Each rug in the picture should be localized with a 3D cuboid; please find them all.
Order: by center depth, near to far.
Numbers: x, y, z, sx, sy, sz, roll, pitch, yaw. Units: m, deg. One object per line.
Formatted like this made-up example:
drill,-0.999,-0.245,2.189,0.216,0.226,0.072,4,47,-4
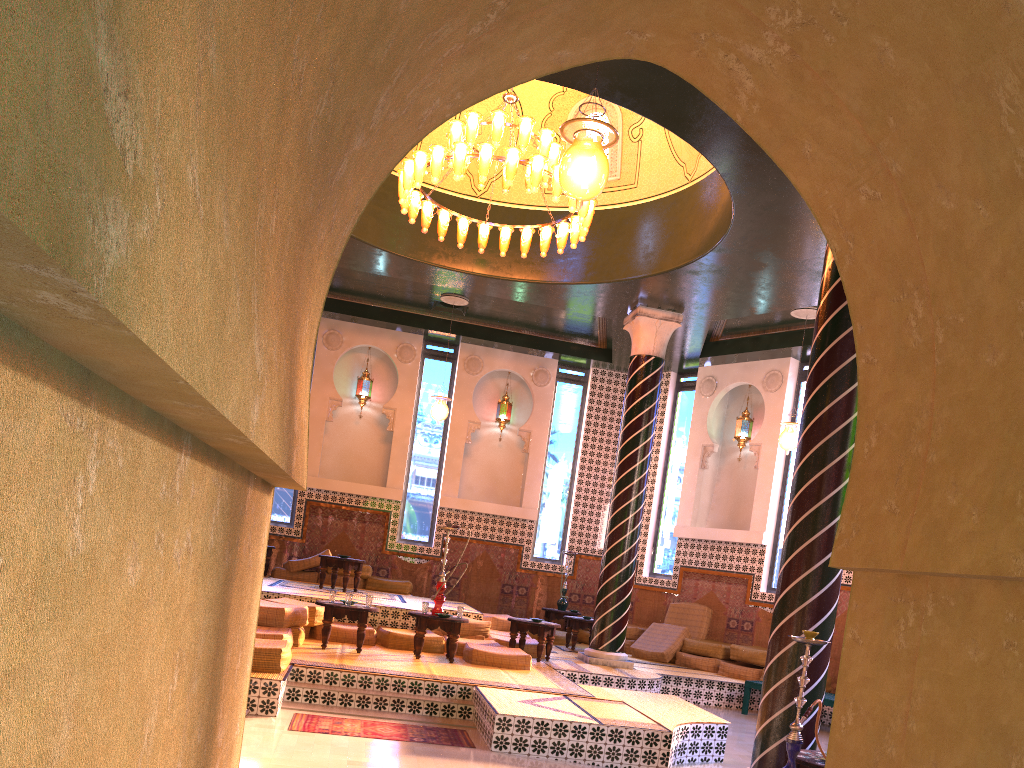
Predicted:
rug,-1.279,3.433,8.571,1.788,0.009,0.819,10,-12,-10

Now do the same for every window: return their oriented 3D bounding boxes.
window,0.160,-4.299,10.744,5.692,1.161,5.653,2,-12,26
window,5.216,1.829,15.572,0.092,4.018,0.760,6,2,-39
window,-4.584,0.911,17.618,0.778,4.018,0.090,8,2,-10
window,3.397,2.030,17.755,0.092,4.018,0.760,6,2,-39
window,-1.795,1.397,18.123,0.778,4.018,0.090,8,2,-10
window,0.994,1.882,18.629,0.778,4.018,0.090,8,2,-10

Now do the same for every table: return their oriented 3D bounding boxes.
table,2.731,3.500,7.338,0.832,0.589,0.859,1,-10,45
table,-2.213,3.213,11.412,0.848,0.589,0.843,10,-8,-19
table,-1.028,3.430,11.683,0.832,0.589,0.859,1,-10,45
table,4.625,5.052,13.251,0.872,0.614,1.989,13,-12,-39
table,0.304,3.967,13.362,0.830,0.589,0.860,4,-8,26
table,-3.067,3.399,15.420,0.837,0.589,0.853,7,-7,3
table,1.331,4.656,16.024,0.832,0.589,0.859,1,-10,45
table,-5.091,3.429,16.893,0.834,0.589,0.856,7,-7,9
table,0.990,4.999,17.933,0.838,0.589,0.852,8,-7,0

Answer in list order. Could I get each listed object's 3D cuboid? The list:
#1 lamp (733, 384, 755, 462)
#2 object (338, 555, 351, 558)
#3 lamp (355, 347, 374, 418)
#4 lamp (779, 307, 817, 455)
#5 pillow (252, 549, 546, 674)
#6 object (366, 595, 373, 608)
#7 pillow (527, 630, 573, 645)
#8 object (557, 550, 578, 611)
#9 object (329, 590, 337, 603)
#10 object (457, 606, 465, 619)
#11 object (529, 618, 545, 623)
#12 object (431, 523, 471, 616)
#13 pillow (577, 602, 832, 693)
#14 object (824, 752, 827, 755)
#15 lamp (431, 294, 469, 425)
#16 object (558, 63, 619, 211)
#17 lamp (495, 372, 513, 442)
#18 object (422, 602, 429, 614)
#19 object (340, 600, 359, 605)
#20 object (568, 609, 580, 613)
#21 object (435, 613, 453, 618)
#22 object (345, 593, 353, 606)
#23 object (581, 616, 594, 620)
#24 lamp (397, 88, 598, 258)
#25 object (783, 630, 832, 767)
lamp,4.494,0.737,16.666,0.365,1.572,0.319,7,1,-36
object,-2.999,3.085,15.412,0.250,0.045,0.256,7,-11,6
lamp,-3.040,-0.044,17.870,0.320,1.572,0.364,8,1,24
lamp,4.586,-0.006,13.886,0.524,2.329,0.512,7,1,-21
pillow,-4.159,2.933,12.684,10.087,1.265,10.058,10,-11,-9
object,-1.898,2.885,11.457,0.093,0.163,0.091,9,-2,-32
pillow,0.657,4.976,17.039,0.997,0.278,0.944,16,-13,-38
object,1.083,4.068,17.872,0.297,1.259,0.469,8,0,27
object,-2.366,2.804,11.372,0.091,0.163,0.093,7,-2,38
object,-0.702,3.100,11.704,0.093,0.163,0.091,9,-2,-32
object,0.382,3.635,13.267,0.254,0.045,0.251,13,-12,-24
object,-0.849,2.518,11.657,0.461,1.259,0.301,8,1,7
pillow,3.236,4.697,16.196,1.435,1.193,5.722,13,-12,-39
object,2.752,3.174,7.324,0.250,0.045,0.256,7,-11,6
lamp,-1.203,-0.404,15.794,0.524,2.329,0.512,7,1,-21
object,0.583,-2.272,5.550,0.524,2.329,0.512,7,1,-21
lamp,-0.152,0.463,18.415,0.356,1.572,0.327,8,1,24
object,-1.170,3.018,11.619,0.092,0.163,0.092,8,-2,-7
object,-2.171,2.914,11.490,0.248,0.045,0.257,0,-14,35
object,1.281,4.690,17.804,0.250,0.045,0.256,7,-11,6
object,-0.904,3.080,11.459,0.248,0.045,0.257,0,-14,35
object,-2.122,2.805,11.215,0.093,0.163,0.091,9,-2,-32
object,1.389,4.325,15.959,0.250,0.045,0.256,7,-11,6
lamp,0.084,-4.281,10.601,2.473,4.626,2.478,8,-1,-2
object,2.292,2.477,6.403,0.851,1.268,0.348,10,-1,-38
